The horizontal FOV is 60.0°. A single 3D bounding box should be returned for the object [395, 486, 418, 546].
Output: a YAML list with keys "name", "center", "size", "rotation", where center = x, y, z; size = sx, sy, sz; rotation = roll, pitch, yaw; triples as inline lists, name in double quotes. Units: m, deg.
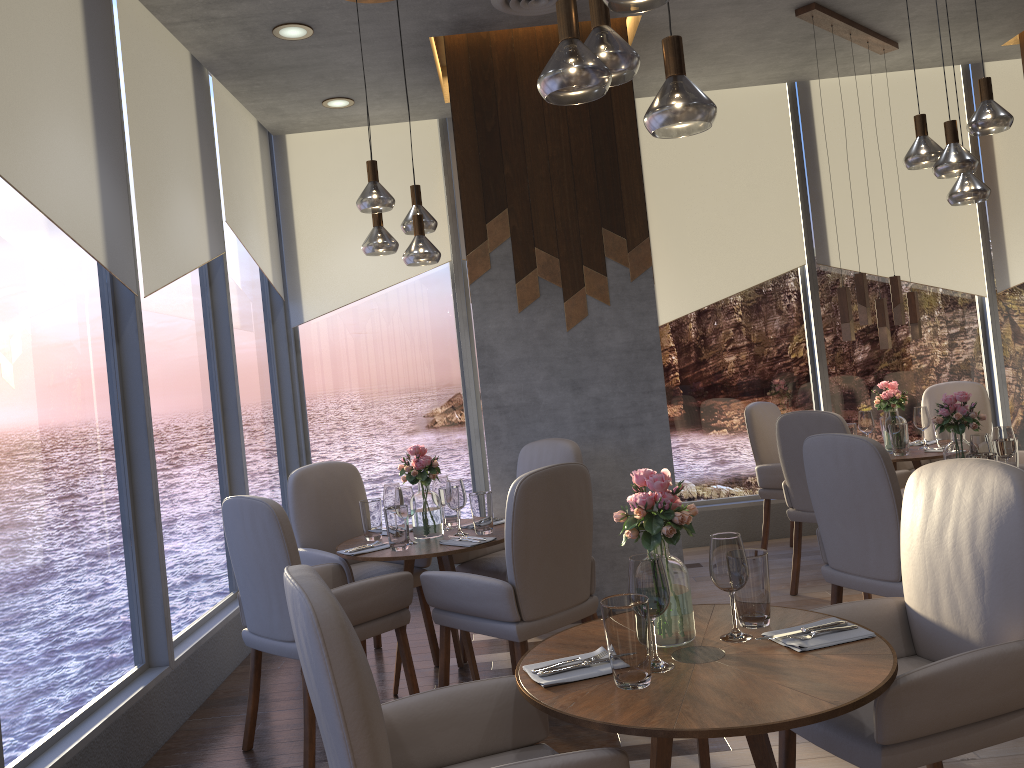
- name: "object"
  center: [-0.454, 0.566, 3.809]
  size: [0.092, 0.244, 0.092]
  rotation: [-6, -1, -19]

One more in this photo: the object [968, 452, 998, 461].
- name: "object"
  center: [1.849, 0.363, 3.464]
  size: [0.102, 0.178, 0.102]
  rotation: [-6, -1, -20]

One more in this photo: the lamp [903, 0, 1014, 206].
- name: "lamp"
  center: [1.805, -1.425, 3.693]
  size: [0.439, 1.327, 0.439]
  rotation: [-6, -1, 7]

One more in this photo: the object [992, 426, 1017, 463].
- name: "object"
  center: [2.082, 0.303, 3.739]
  size: [0.092, 0.244, 0.092]
  rotation: [-5, -2, -44]

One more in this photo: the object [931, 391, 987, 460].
- name: "object"
  center: [1.890, 0.237, 3.745]
  size: [0.198, 0.416, 0.209]
  rotation: [-5, -1, -43]

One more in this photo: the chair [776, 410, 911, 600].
- name: "chair"
  center: [1.794, 0.611, 4.797]
  size: [0.600, 1.001, 0.527]
  rotation: [-5, -1, -40]

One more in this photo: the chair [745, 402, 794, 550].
- name: "chair"
  center: [1.862, 0.596, 5.636]
  size: [0.598, 1.001, 0.529]
  rotation: [-7, -1, 43]

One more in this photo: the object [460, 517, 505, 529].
- name: "object"
  center: [-0.143, 0.644, 4.105]
  size: [0.255, 0.019, 0.157]
  rotation: [-6, 1, -40]

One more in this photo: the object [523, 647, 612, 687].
- name: "object"
  center: [0.161, 0.632, 2.005]
  size: [0.255, 0.019, 0.157]
  rotation: [-6, 1, -17]

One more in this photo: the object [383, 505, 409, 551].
- name: "object"
  center: [-0.478, 0.603, 3.702]
  size: [0.102, 0.178, 0.102]
  rotation: [-6, -1, 17]

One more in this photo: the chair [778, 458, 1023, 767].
- name: "chair"
  center: [0.984, 0.719, 2.186]
  size: [0.600, 1.001, 0.527]
  rotation: [-6, -1, -19]

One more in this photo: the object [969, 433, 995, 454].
- name: "object"
  center: [1.895, 0.324, 3.562]
  size: [0.092, 0.244, 0.092]
  rotation: [-6, -1, -6]

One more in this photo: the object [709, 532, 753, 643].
- name: "object"
  center: [0.519, 0.480, 2.104]
  size: [0.092, 0.244, 0.092]
  rotation: [-5, -1, -35]

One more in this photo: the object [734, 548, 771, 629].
- name: "object"
  center: [0.589, 0.505, 2.190]
  size: [0.102, 0.178, 0.102]
  rotation: [-6, -1, 21]

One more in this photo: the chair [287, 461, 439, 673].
- name: "chair"
  center: [-0.744, 0.879, 4.299]
  size: [0.529, 1.001, 0.598]
  rotation: [-5, -1, -42]

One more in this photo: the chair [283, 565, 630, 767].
- name: "chair"
  center: [-0.117, 0.836, 1.830]
  size: [0.600, 1.001, 0.527]
  rotation: [-6, -1, -19]

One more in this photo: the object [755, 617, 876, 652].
- name: "object"
  center: [0.688, 0.576, 2.049]
  size: [0.255, 0.019, 0.157]
  rotation: [-6, 1, -16]

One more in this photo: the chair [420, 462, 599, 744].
- name: "chair"
  center: [0.021, 0.808, 3.432]
  size: [0.529, 1.001, 0.598]
  rotation: [-5, -1, -43]

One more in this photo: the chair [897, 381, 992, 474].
- name: "chair"
  center: [2.766, 0.502, 5.644]
  size: [0.600, 1.001, 0.527]
  rotation: [-5, -1, -43]

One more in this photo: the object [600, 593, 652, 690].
- name: "object"
  center: [0.246, 0.544, 1.869]
  size: [0.102, 0.178, 0.102]
  rotation: [-7, -1, 39]

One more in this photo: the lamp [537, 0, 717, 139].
- name: "lamp"
  center: [0.206, -1.244, 2.073]
  size: [0.439, 1.327, 0.439]
  rotation: [-6, -1, 2]

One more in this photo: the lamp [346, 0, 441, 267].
- name: "lamp"
  center: [-0.563, -1.181, 4.018]
  size: [0.440, 1.327, 0.438]
  rotation: [-5, -1, -33]

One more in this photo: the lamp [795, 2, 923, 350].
- name: "lamp"
  center: [2.120, -1.169, 5.273]
  size: [1.163, 1.933, 0.118]
  rotation: [-5, -2, -45]

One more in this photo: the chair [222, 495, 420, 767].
- name: "chair"
  center: [-0.755, 0.888, 3.475]
  size: [0.527, 1.001, 0.600]
  rotation: [-7, -1, 43]

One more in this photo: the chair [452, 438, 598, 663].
- name: "chair"
  center: [0.062, 0.796, 4.297]
  size: [0.527, 1.001, 0.600]
  rotation: [-7, -1, 44]

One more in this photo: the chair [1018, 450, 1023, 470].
- name: "chair"
  center: [2.691, 0.518, 4.779]
  size: [0.529, 1.001, 0.598]
  rotation: [-5, -1, -43]

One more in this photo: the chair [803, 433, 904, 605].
- name: "chair"
  center: [1.508, 0.653, 3.410]
  size: [0.600, 1.001, 0.527]
  rotation: [-6, -1, -24]

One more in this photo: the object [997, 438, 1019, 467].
- name: "object"
  center: [2.138, 0.329, 3.834]
  size: [0.102, 0.178, 0.102]
  rotation: [-6, -1, -8]

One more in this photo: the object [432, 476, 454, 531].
- name: "object"
  center: [-0.319, 0.550, 4.090]
  size: [0.092, 0.244, 0.092]
  rotation: [-7, -1, 30]

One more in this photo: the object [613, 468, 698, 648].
- name: "object"
  center: [0.361, 0.411, 2.153]
  size: [0.198, 0.416, 0.209]
  rotation: [-5, -1, -28]

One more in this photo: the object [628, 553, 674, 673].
- name: "object"
  center: [0.307, 0.504, 1.958]
  size: [0.092, 0.244, 0.092]
  rotation: [-6, -1, -14]

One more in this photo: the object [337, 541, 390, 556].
- name: "object"
  center: [-0.607, 0.695, 3.793]
  size: [0.255, 0.019, 0.157]
  rotation: [-6, 1, -39]
